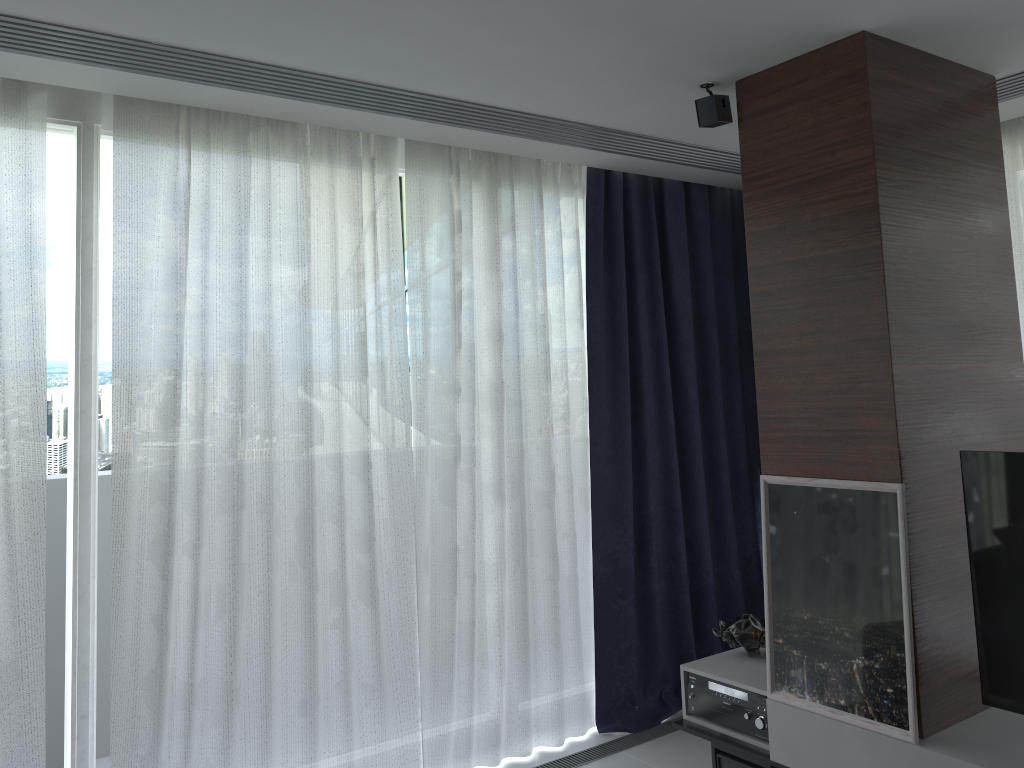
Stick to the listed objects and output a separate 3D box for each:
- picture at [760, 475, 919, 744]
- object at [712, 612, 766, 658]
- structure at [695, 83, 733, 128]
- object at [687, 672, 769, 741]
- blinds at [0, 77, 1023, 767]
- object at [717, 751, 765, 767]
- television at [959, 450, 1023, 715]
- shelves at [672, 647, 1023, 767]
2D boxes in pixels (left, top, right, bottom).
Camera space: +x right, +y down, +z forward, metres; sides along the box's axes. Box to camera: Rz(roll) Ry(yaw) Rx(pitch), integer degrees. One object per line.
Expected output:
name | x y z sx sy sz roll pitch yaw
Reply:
picture | 0.967 0.643 2.668 0.053 0.706 0.497 2 -6 -35
object | 0.908 0.932 3.297 0.310 0.151 0.136 -3 -4 12
structure | 0.708 -0.974 3.107 0.084 0.143 0.114 -7 -6 44
object | 0.877 1.104 3.124 0.368 0.151 0.367 -1 -2 -35
blinds | 0.121 0.120 0.678 7.135 2.793 5.766 -1 -2 -32
object | 0.857 1.366 2.962 0.254 0.253 0.212 0 -4 -35
television | 1.680 0.564 2.019 0.297 0.792 1.223 1 -4 -35
shelves | 1.607 1.220 2.445 0.872 0.503 2.337 -1 -2 -35
